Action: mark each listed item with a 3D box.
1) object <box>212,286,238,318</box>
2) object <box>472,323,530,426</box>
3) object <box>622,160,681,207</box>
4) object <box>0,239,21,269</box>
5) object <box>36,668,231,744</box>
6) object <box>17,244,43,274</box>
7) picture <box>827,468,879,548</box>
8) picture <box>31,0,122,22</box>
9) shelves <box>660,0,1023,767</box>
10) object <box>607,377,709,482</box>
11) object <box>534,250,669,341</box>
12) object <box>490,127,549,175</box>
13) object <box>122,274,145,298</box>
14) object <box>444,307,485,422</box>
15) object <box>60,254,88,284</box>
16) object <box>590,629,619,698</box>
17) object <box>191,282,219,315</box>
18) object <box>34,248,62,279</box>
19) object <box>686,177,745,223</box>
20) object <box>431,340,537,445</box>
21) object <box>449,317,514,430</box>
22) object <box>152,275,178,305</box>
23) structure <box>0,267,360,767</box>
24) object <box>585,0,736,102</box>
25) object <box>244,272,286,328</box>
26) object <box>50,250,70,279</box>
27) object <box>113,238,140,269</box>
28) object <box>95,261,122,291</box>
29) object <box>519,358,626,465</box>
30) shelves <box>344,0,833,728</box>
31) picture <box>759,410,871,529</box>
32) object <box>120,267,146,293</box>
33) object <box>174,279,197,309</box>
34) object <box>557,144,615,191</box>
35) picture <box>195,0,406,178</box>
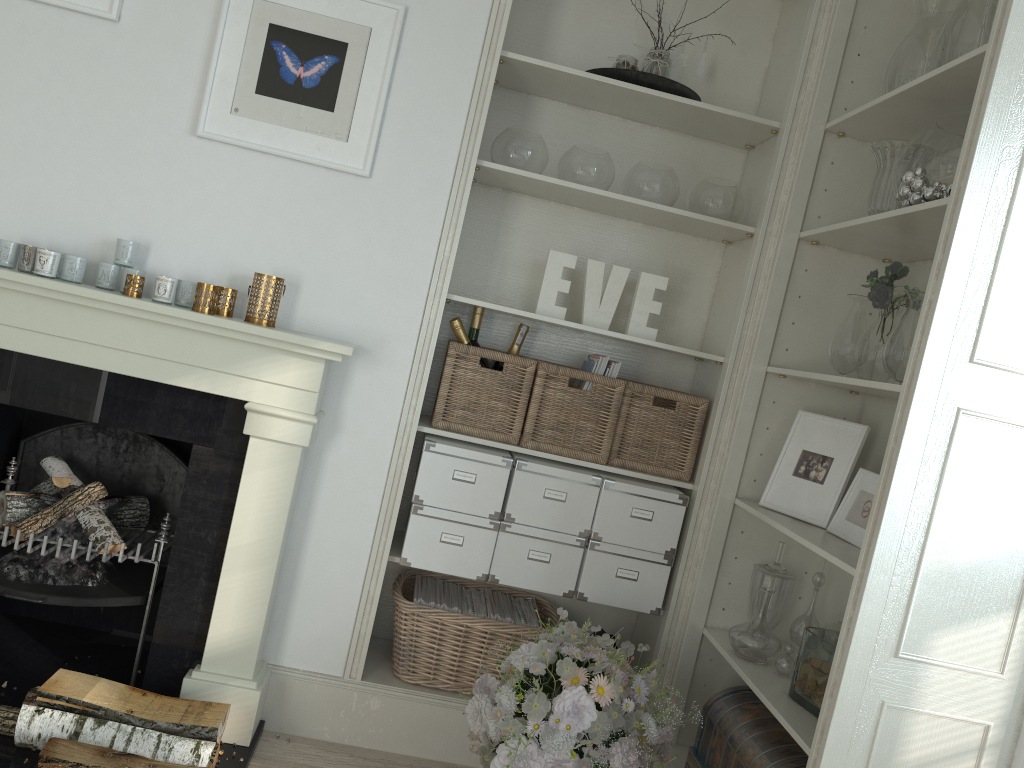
[{"bbox_3d":[-0.807,-0.231,2.488,0.060,0.079,0.060,11,4,-38],"label":"object"},{"bbox_3d":[-0.038,-0.031,2.917,0.127,0.361,0.094,13,3,-6],"label":"object"},{"bbox_3d":[0.443,-0.626,2.821,0.185,0.140,0.185,14,3,14],"label":"object"},{"bbox_3d":[-1.371,-0.352,2.408,0.060,0.073,0.060,10,4,-40],"label":"object"},{"bbox_3d":[-0.974,0.846,2.285,0.459,0.083,0.150,13,3,-4],"label":"object"},{"bbox_3d":[-1.305,-0.337,2.405,0.060,0.073,0.060,10,4,-40],"label":"object"},{"bbox_3d":[0.942,0.329,2.292,0.124,0.192,0.206,12,3,-11],"label":"picture"},{"bbox_3d":[-1.284,-1.303,2.426,0.494,0.496,0.024,13,3,-6],"label":"picture"},{"bbox_3d":[0.959,-0.041,2.239,0.399,2.523,0.972,13,3,-6],"label":"shelves"},{"bbox_3d":[0.447,0.141,2.917,0.276,0.270,0.275,13,3,-6],"label":"object"},{"bbox_3d":[0.285,-0.277,2.808,0.393,0.207,0.039,13,3,-6],"label":"object"},{"bbox_3d":[0.025,-0.719,2.778,0.185,0.140,0.185,14,3,14],"label":"object"},{"bbox_3d":[-1.028,-0.266,2.411,0.050,0.058,0.052,15,3,31],"label":"object"},{"bbox_3d":[-0.147,-0.069,2.903,0.095,0.377,0.095,15,3,30],"label":"object"},{"bbox_3d":[-1.197,-0.313,2.421,0.060,0.073,0.060,14,3,17],"label":"object"},{"bbox_3d":[0.285,0.924,2.886,0.135,0.248,0.135,12,3,-16],"label":"object"},{"bbox_3d":[-0.831,-0.232,2.405,0.060,0.079,0.060,11,4,-34],"label":"object"},{"bbox_3d":[-1.247,-0.322,2.378,0.060,0.073,0.060,10,4,-40],"label":"object"},{"bbox_3d":[0.652,-0.580,2.843,0.185,0.140,0.185,14,3,14],"label":"object"},{"bbox_3d":[-0.096,0.020,2.850,0.276,0.270,0.275,13,3,-6],"label":"object"},{"bbox_3d":[-0.099,-0.024,2.787,0.284,0.332,0.095,11,3,-27],"label":"object"},{"bbox_3d":[-0.949,-0.256,2.420,0.060,0.073,0.060,10,4,-40],"label":"object"},{"bbox_3d":[-1.273,0.310,2.573,1.432,1.191,1.026,13,3,-6],"label":"structure"},{"bbox_3d":[0.475,-1.130,2.803,0.457,0.485,0.399,15,4,34],"label":"object"},{"bbox_3d":[-0.689,-0.234,2.475,0.087,0.140,0.090,15,3,32],"label":"object"},{"bbox_3d":[-1.259,-0.329,2.453,0.060,0.073,0.060,10,4,-40],"label":"object"},{"bbox_3d":[-1.073,-0.362,2.466,0.060,0.073,0.060,10,4,-40],"label":"object"},{"bbox_3d":[-1.123,-0.298,2.463,0.060,0.073,0.060,10,4,-40],"label":"object"},{"bbox_3d":[0.178,0.082,2.859,0.276,0.270,0.275,13,3,-6],"label":"object"},{"bbox_3d":[0.231,-0.239,2.846,0.992,2.523,0.399,13,3,-6],"label":"shelves"},{"bbox_3d":[0.870,0.239,2.536,0.127,0.300,0.231,11,4,-36],"label":"picture"},{"bbox_3d":[-1.058,-0.284,2.472,0.060,0.073,0.060,10,4,-40],"label":"object"},{"bbox_3d":[-0.908,-0.250,2.470,0.060,0.073,0.060,10,4,-40],"label":"object"},{"bbox_3d":[0.234,-0.673,2.799,0.185,0.140,0.185,14,3,14],"label":"object"},{"bbox_3d":[-0.598,-0.889,2.516,0.494,0.496,0.024,13,3,-6],"label":"picture"}]
